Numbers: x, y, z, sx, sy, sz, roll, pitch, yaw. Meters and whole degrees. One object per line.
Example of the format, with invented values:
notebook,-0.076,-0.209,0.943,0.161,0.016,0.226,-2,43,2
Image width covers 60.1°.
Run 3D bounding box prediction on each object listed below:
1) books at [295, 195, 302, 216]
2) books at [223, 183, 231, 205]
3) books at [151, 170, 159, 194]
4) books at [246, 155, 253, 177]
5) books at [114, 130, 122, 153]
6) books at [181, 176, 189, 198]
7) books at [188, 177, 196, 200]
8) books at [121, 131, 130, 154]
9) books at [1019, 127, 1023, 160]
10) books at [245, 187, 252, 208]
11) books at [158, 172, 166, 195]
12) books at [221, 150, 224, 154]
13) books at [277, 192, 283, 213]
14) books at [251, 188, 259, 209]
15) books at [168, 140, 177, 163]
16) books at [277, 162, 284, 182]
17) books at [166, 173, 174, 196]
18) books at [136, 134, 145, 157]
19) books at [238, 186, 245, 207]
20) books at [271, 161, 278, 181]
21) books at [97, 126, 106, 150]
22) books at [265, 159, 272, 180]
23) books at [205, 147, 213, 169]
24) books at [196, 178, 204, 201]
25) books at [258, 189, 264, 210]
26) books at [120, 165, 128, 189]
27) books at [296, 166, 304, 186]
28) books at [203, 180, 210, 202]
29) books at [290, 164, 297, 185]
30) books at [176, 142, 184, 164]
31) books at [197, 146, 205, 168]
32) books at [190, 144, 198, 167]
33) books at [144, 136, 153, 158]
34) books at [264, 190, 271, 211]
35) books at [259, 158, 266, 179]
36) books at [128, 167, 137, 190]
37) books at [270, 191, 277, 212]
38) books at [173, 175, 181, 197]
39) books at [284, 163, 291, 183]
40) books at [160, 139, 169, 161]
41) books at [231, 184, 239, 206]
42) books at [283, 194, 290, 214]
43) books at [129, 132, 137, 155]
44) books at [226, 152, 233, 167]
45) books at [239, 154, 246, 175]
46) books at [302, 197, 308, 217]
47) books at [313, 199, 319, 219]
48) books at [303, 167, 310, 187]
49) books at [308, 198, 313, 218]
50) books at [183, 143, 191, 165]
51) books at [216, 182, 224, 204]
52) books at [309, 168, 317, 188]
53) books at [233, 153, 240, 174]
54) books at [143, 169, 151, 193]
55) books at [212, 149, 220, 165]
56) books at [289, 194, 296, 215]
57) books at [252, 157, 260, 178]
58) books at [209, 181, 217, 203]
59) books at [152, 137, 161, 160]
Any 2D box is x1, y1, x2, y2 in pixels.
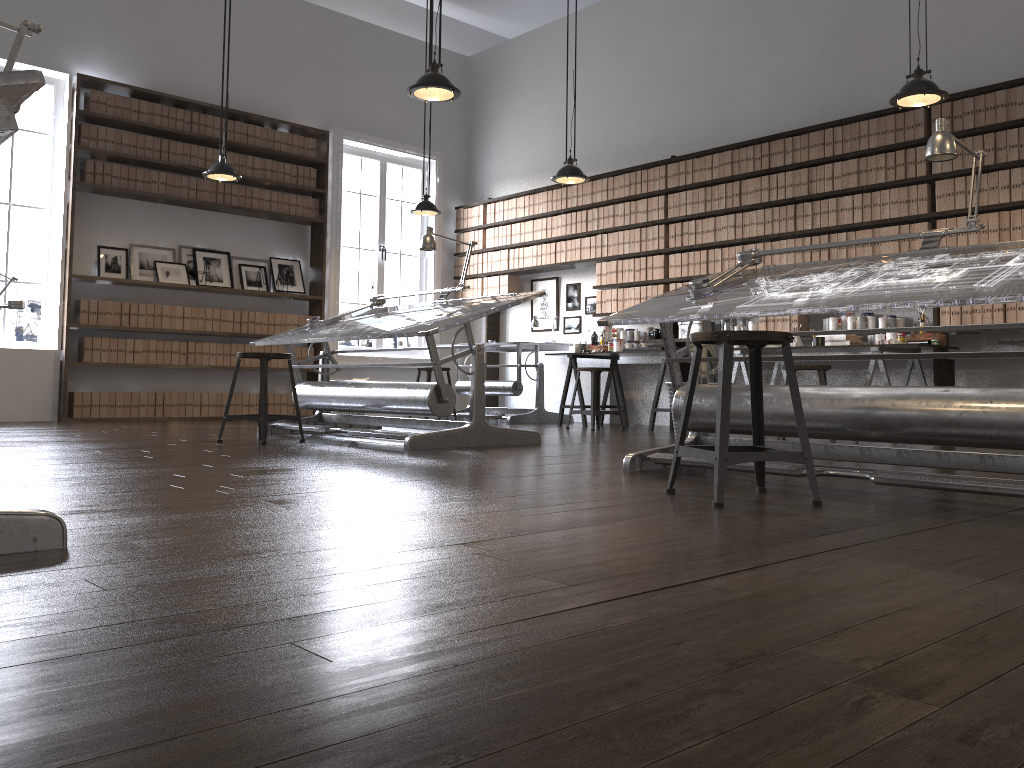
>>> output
books,-2.244,-1.824,9.171,0.066,0.226,0.174,4,-3,-42
books,-2.817,-1.835,8.666,0.066,0.226,0.174,4,-3,-42
books,-3.338,-1.845,8.193,0.066,0.226,0.174,4,-3,-42
books,-2.651,-2.144,8.822,0.067,0.226,0.174,4,-3,-42
books,-3.586,-2.162,7.986,0.066,0.226,0.174,4,-3,-42
books,-3.129,-1.841,8.381,0.066,0.226,0.174,4,-3,-42
books,-3.073,-1.840,8.427,0.066,0.226,0.174,4,-3,-42
books,-3.534,-2.161,8.027,0.067,0.226,0.174,4,-3,-42
books,3.448,-1.586,5.904,0.174,0.226,0.066,3,-4,-42
books,-2.658,-1.832,8.808,0.066,0.226,0.174,4,-3,-42
books,-3.283,-1.844,8.240,0.067,0.226,0.174,4,-3,-42
books,-2.858,-2.148,8.640,0.066,0.226,0.174,4,-3,-42
books,-2.405,-1.827,9.034,0.066,0.226,0.174,4,-3,-42
books,-2.604,-1.831,8.848,0.067,0.226,0.174,4,-3,-42
books,-3.219,-2.155,8.319,0.066,0.226,0.174,4,-3,-42
books,-2.401,-2.140,9.053,0.066,0.226,0.174,4,-3,-42
books,-3.234,-1.843,8.290,0.066,0.226,0.174,4,-3,-42
books,-3.435,-2.159,8.124,0.066,0.226,0.174,4,-3,-42
books,-2.711,-1.833,8.760,0.066,0.226,0.174,4,-3,-42
books,-2.453,-2.141,9.005,0.066,0.226,0.174,4,-3,-42
books,-3.684,-2.164,7.893,0.067,0.226,0.174,4,-3,-42
books,-2.500,-2.141,8.956,0.067,0.226,0.174,4,-3,-42
books,-2.957,-2.150,8.547,0.067,0.226,0.174,4,-3,-42
books,-3.019,-1.839,8.475,0.067,0.226,0.174,4,-3,-42
books,-2.558,-1.830,8.896,0.066,0.226,0.174,4,-3,-42
books,-3.540,-1.849,8.016,0.066,0.226,0.174,4,-3,-42
books,-2.236,-2.137,9.194,0.067,0.226,0.174,4,-3,-42
books,-2.975,-1.838,8.521,0.066,0.226,0.174,4,-3,-42
books,-2.296,-2.138,9.148,0.066,0.226,0.174,4,-3,-42
books,-3.168,-2.154,8.361,0.066,0.226,0.174,4,-3,-42
books,-3.013,-2.151,8.499,0.066,0.226,0.174,4,-3,-42
books,-3.065,-2.152,8.448,0.066,0.226,0.174,4,-3,-42
books,-3.379,-2.158,8.168,0.066,0.226,0.174,4,-3,-42
books,-2.510,-1.829,8.937,0.066,0.226,0.174,4,-3,-42
books,-2.552,-2.143,8.915,0.066,0.226,0.174,4,-3,-42
books,-3.487,-1.848,8.063,0.066,0.226,0.174,4,-3,-42
books,-2.455,-1.828,8.984,0.067,0.226,0.174,4,-3,-42
books,-3.183,-1.842,8.338,0.066,0.226,0.174,4,-3,-42
books,-2.345,-2.139,9.097,0.066,0.226,0.174,4,-3,-42
books,-3.270,-2.156,8.265,0.067,0.226,0.174,4,-3,-42
books,-2.761,-1.834,8.710,0.066,0.226,0.174,4,-3,-42
books,-2.355,-1.826,9.082,0.066,0.226,0.174,4,-3,-42
books,-3.487,-2.160,8.077,0.066,0.226,0.174,4,-3,-42
books,-2.806,-2.147,8.681,0.067,0.226,0.174,4,-3,-42
books,-2.705,-2.145,8.778,0.066,0.226,0.174,4,-3,-42
books,-2.195,-1.823,9.216,0.067,0.226,0.174,4,-3,-42
books,-2.100,-1.822,9.309,0.066,0.226,0.174,4,-3,-42
books,-2.185,-2.135,9.247,0.066,0.226,0.174,4,-3,-42
books,-2.151,-1.823,9.261,0.066,0.226,0.174,4,-3,-42
books,-3.119,-2.153,8.399,0.067,0.226,0.174,4,-3,-42
books,-2.869,-1.836,8.612,0.067,0.226,0.174,4,-3,-42
books,-2.127,-2.134,9.296,0.066,0.226,0.174,4,-3,-42
books,-2.759,-2.146,8.733,0.066,0.226,0.174,4,-3,-42
books,-3.386,-1.846,8.152,0.066,0.226,0.174,4,-3,-42
books,-2.904,-2.149,8.597,0.066,0.226,0.174,4,-3,-42
books,-2.300,-1.825,9.125,0.066,0.226,0.174,4,-3,-42
books,-2.598,-2.143,8.872,0.066,0.226,0.174,4,-3,-42
books,-2.928,-1.837,8.566,0.066,0.226,0.174,4,-3,-42
books,-3.330,-2.157,8.219,0.066,0.226,0.174,4,-3,-42
